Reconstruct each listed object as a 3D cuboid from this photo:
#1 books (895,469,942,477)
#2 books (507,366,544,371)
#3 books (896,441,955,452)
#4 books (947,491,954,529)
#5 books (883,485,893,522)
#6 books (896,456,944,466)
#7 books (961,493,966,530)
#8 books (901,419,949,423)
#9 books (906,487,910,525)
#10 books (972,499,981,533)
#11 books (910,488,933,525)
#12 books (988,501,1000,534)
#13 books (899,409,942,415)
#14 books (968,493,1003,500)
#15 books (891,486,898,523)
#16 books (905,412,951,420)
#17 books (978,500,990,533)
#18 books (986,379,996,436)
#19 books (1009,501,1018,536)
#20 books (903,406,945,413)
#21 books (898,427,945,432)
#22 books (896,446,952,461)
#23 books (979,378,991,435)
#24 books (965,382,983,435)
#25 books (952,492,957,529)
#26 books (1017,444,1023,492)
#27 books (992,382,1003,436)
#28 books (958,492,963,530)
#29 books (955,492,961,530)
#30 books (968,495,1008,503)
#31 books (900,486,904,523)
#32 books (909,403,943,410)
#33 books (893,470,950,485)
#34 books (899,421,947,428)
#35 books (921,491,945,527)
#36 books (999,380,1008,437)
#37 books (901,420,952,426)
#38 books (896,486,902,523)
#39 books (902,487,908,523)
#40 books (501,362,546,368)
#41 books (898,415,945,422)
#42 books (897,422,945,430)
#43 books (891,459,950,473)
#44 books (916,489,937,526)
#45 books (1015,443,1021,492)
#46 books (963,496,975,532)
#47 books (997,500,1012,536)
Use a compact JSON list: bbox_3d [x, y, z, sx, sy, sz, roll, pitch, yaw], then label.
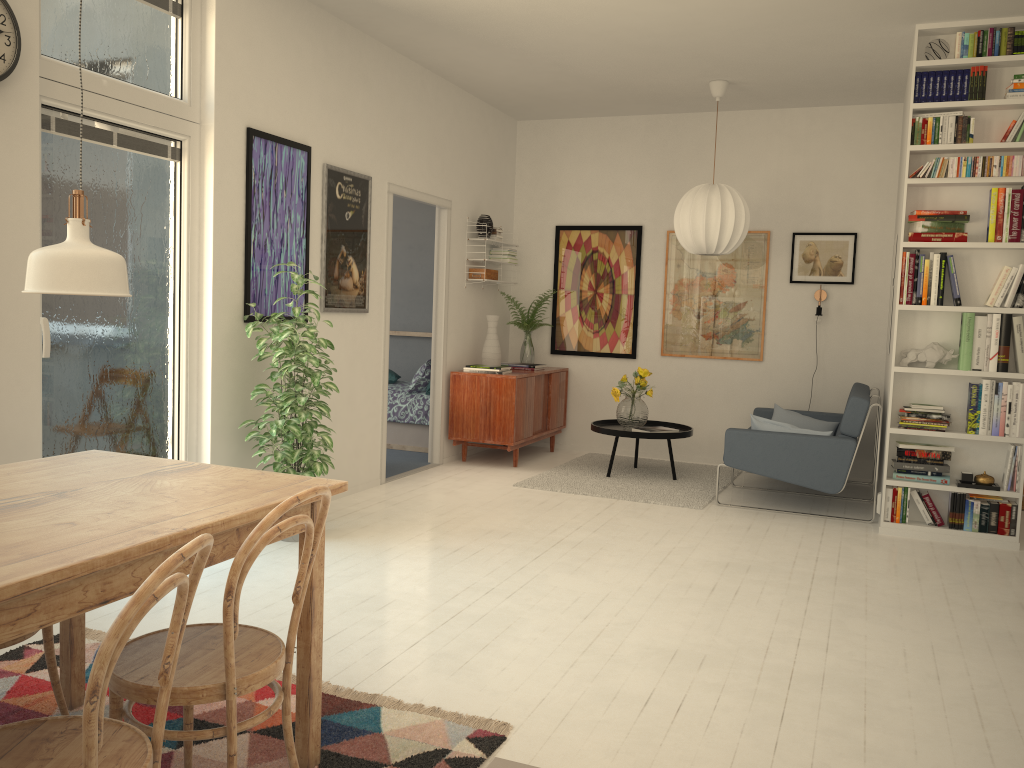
[{"bbox_3d":[2.379,0.506,5.203,0.241,0.024,0.168,4,5,17],"label":"books"},{"bbox_3d":[0.059,-0.139,7.479,0.371,0.022,0.259,4,5,22],"label":"books"},{"bbox_3d":[2.408,0.361,5.184,0.297,0.024,0.162,3,5,13],"label":"books"},{"bbox_3d":[2.536,0.714,5.132,0.015,0.214,0.202,4,5,22],"label":"books"},{"bbox_3d":[2.229,0.703,5.260,0.039,0.199,0.185,4,5,22],"label":"books"},{"bbox_3d":[2.378,0.440,5.183,0.247,0.039,0.143,4,5,19],"label":"books"},{"bbox_3d":[2.595,0.717,5.117,0.015,0.214,0.202,4,5,22],"label":"books"},{"bbox_3d":[2.396,0.207,5.161,0.250,0.008,0.135,4,5,18],"label":"books"},{"bbox_3d":[2.325,0.701,5.213,0.010,0.215,0.194,4,5,22],"label":"books"},{"bbox_3d":[2.656,0.741,5.096,0.032,0.176,0.222,4,5,22],"label":"books"},{"bbox_3d":[2.393,0.711,5.188,0.135,0.200,0.134,4,5,22],"label":"books"},{"bbox_3d":[2.744,0.749,5.077,0.050,0.170,0.221,4,5,22],"label":"books"},{"bbox_3d":[2.377,0.160,5.161,0.221,0.010,0.169,4,5,25],"label":"books"},{"bbox_3d":[2.693,0.641,5.049,0.165,0.006,0.103,4,5,22],"label":"books"},{"bbox_3d":[2.259,0.701,5.244,0.026,0.206,0.187,4,5,22],"label":"books"},{"bbox_3d":[2.419,0.180,5.154,0.235,0.025,0.163,5,5,28],"label":"books"},{"bbox_3d":[2.693,0.750,5.082,0.048,0.163,0.209,4,5,22],"label":"books"},{"bbox_3d":[2.715,0.127,5.050,0.027,0.310,0.229,4,5,22],"label":"books"},{"bbox_3d":[2.833,0.753,5.039,0.032,0.176,0.230,4,5,22],"label":"books"},{"bbox_3d":[2.394,0.146,5.163,0.212,0.017,0.165,4,5,19],"label":"books"},{"bbox_3d":[2.380,0.255,5.156,0.247,0.009,0.170,4,5,25],"label":"books"},{"bbox_3d":[2.397,0.398,5.174,0.285,0.047,0.185,4,5,22],"label":"books"},{"bbox_3d":[2.684,0.124,5.060,0.037,0.311,0.241,4,5,22],"label":"books"},{"bbox_3d":[2.635,0.136,5.068,0.057,0.284,0.200,4,5,22],"label":"books"},{"bbox_3d":[2.553,0.715,5.134,0.015,0.214,0.202,4,5,22],"label":"books"},{"bbox_3d":[2.842,0.468,4.983,0.011,0.256,0.139,4,5,22],"label":"books"},{"bbox_3d":[2.728,0.138,5.002,0.035,0.304,0.150,4,5,22],"label":"books"},{"bbox_3d":[2.579,0.717,5.117,0.015,0.214,0.202,4,5,22],"label":"books"},{"bbox_3d":[2.562,0.716,5.116,0.015,0.214,0.202,4,5,22],"label":"books"},{"bbox_3d":[2.712,0.649,5.062,0.193,0.011,0.130,4,5,22],"label":"books"},{"bbox_3d":[2.299,0.702,5.238,0.012,0.206,0.194,4,5,22],"label":"books"},{"bbox_3d":[2.397,0.130,5.139,0.166,0.019,0.127,3,5,15],"label":"books"},{"bbox_3d":[2.400,0.542,5.197,0.297,0.038,0.204,5,5,27],"label":"books"},{"bbox_3d":[2.389,0.231,5.158,0.248,0.009,0.171,4,5,25],"label":"books"},{"bbox_3d":[2.450,0.722,5.166,0.131,0.188,0.136,4,5,22],"label":"books"},{"bbox_3d":[2.768,0.134,5.020,0.025,0.305,0.213,4,5,22],"label":"books"},{"bbox_3d":[2.422,0.219,5.172,0.255,0.014,0.197,5,6,31],"label":"books"},{"bbox_3d":[2.280,0.700,5.231,0.020,0.210,0.185,4,5,22],"label":"books"},{"bbox_3d":[2.315,0.698,5.232,0.021,0.215,0.174,4,5,22],"label":"books"},{"bbox_3d":[0.074,-0.159,7.478,0.368,0.020,0.255,4,5,24],"label":"books"},{"bbox_3d":[2.375,0.198,5.149,0.238,0.012,0.120,4,5,17],"label":"books"},{"bbox_3d":[2.375,0.243,5.155,0.247,0.014,0.173,4,5,21],"label":"books"},{"bbox_3d":[2.382,0.476,5.184,0.297,0.039,0.165,4,5,17],"label":"books"},{"bbox_3d":[2.418,0.717,5.171,0.118,0.192,0.118,4,5,22],"label":"books"},{"bbox_3d":[2.837,0.466,4.995,0.007,0.257,0.181,4,5,22],"label":"books"},{"bbox_3d":[2.625,0.737,5.115,0.044,0.179,0.224,4,5,22],"label":"books"},{"bbox_3d":[2.786,0.750,5.038,0.056,0.180,0.202,4,5,22],"label":"books"}]
